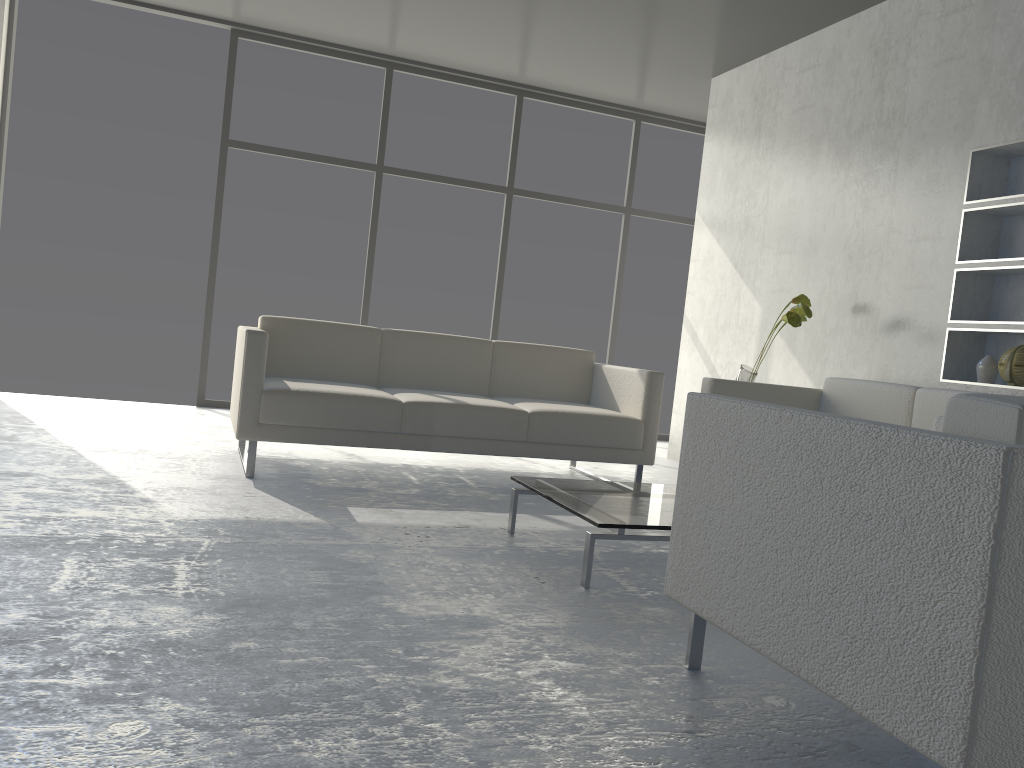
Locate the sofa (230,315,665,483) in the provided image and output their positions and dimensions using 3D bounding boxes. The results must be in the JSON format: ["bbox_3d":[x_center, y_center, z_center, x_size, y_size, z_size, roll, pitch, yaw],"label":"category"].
[{"bbox_3d":[-0.323,0.094,4.190,1.881,0.658,0.821,5,3,-20],"label":"sofa"}]

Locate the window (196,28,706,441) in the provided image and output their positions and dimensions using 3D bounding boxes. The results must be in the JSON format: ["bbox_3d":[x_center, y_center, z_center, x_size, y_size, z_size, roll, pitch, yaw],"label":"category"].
[{"bbox_3d":[-0.046,-0.903,6.504,4.080,2.477,0.037,5,3,-20],"label":"window"}]

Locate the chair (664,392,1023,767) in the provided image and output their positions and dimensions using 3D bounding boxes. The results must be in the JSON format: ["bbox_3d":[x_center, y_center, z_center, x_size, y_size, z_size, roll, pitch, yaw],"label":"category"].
[{"bbox_3d":[0.819,0.340,1.648,0.748,0.662,0.821,5,3,-20],"label":"chair"}]

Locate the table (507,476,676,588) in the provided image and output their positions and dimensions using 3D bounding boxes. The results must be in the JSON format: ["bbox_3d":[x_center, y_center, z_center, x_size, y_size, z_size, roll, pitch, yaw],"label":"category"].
[{"bbox_3d":[0.465,0.479,2.898,0.773,0.190,0.730,5,3,-20],"label":"table"}]

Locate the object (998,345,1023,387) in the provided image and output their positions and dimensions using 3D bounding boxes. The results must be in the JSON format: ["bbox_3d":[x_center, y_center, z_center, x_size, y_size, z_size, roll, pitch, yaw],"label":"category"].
[{"bbox_3d":[2.019,-0.073,3.564,0.088,0.179,0.163,5,3,-30],"label":"object"}]

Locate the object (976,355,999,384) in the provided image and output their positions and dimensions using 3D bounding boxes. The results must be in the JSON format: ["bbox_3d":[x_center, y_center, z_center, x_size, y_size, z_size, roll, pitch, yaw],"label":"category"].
[{"bbox_3d":[1.991,-0.057,3.714,0.086,0.128,0.086,6,3,-9],"label":"object"}]

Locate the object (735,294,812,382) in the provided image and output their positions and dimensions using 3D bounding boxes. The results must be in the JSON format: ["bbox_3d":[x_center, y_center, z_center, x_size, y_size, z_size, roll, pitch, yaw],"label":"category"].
[{"bbox_3d":[1.224,0.062,4.316,0.387,1.051,0.400,7,3,8],"label":"object"}]

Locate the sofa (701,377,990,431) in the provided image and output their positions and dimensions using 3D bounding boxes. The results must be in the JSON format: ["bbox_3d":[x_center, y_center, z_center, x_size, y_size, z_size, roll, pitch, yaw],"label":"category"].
[{"bbox_3d":[1.514,0.338,3.299,0.821,0.658,1.881,5,3,-20],"label":"sofa"}]
